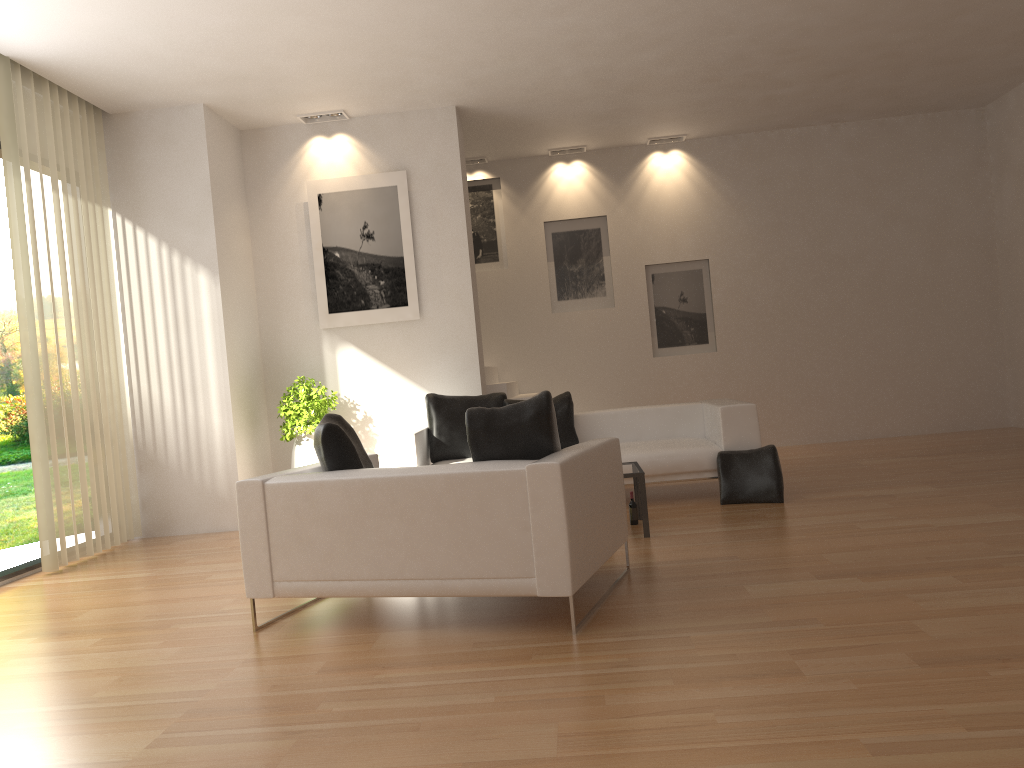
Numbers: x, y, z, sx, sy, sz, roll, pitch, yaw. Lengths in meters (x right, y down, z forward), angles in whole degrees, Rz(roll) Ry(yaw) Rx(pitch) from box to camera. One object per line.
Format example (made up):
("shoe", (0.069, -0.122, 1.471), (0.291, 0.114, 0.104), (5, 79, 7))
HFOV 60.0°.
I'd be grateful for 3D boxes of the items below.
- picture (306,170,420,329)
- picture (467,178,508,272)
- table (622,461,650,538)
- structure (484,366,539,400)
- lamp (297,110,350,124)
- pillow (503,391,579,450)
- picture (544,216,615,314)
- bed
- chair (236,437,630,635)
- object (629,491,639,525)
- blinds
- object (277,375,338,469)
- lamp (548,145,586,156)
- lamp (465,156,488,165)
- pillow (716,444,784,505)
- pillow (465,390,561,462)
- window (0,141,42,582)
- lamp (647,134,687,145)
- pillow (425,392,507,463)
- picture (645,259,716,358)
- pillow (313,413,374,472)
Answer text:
("picture", (-1.435, -1.289, 8.531), (0.979, 1.431, 0.004), (-5, 0, 4))
("picture", (-0.476, -1.929, 10.869), (0.802, 1.155, 0.005), (-5, 0, 4))
("table", (0.133, 0.872, 6.189), (1.566, 0.460, 0.709), (-5, 0, 4))
("structure", (-0.946, 0.430, 9.952), (4.625, 1.403, 1.839), (-5, 0, 4))
("lamp", (-1.800, -2.612, 8.437), (0.446, 0.166, 0.243), (-5, 0, 4))
("pillow", (0.265, 0.350, 7.881), (0.628, 0.524, 0.270), (-5, 0, -12))
("picture", (0.817, -1.448, 10.786), (0.802, 1.155, 0.005), (-5, 0, 4))
("bed", (0.497, 0.645, 7.703), (3.075, 0.761, 1.262), (-5, 0, 4))
("chair", (-0.333, 0.747, 4.643), (1.671, 0.761, 1.262), (-5, 1, 19))
("object", (0.860, 0.886, 6.307), (0.059, 0.244, 0.059), (-5, 1, -19))
("blinds", (-3.520, -0.568, 7.099), (0.143, 3.861, 1.409), (-5, 0, 1))
("object", (-1.879, 0.578, 8.252), (0.570, 1.324, 0.631), (-5, 1, 19))
("lamp", (0.655, -2.856, 10.578), (0.446, 0.166, 0.243), (-5, 0, 4))
("lamp", (-0.528, -2.748, 10.663), (0.446, 0.166, 0.243), (-5, 0, 4))
("pillow", (1.845, 0.714, 6.861), (0.503, 0.457, 0.340), (-5, 1, 23))
("pillow", (0.038, 0.376, 4.350), (0.506, 0.666, 0.324), (-5, 0, -6))
("window", (-3.845, -0.191, 5.100), (0.152, 3.189, 5.198), (-5, 0, 4))
("lamp", (1.820, -2.962, 10.495), (0.446, 0.166, 0.243), (-5, 0, 4))
("pillow", (-0.384, 0.385, 7.906), (0.755, 0.666, 0.346), (-5, 0, -10))
("picture", (2.034, -0.906, 10.708), (0.802, 1.155, 0.005), (-5, 0, 4))
("pillow", (-0.890, 0.451, 4.765), (0.291, 0.598, 0.660), (-5, 0, -7))
